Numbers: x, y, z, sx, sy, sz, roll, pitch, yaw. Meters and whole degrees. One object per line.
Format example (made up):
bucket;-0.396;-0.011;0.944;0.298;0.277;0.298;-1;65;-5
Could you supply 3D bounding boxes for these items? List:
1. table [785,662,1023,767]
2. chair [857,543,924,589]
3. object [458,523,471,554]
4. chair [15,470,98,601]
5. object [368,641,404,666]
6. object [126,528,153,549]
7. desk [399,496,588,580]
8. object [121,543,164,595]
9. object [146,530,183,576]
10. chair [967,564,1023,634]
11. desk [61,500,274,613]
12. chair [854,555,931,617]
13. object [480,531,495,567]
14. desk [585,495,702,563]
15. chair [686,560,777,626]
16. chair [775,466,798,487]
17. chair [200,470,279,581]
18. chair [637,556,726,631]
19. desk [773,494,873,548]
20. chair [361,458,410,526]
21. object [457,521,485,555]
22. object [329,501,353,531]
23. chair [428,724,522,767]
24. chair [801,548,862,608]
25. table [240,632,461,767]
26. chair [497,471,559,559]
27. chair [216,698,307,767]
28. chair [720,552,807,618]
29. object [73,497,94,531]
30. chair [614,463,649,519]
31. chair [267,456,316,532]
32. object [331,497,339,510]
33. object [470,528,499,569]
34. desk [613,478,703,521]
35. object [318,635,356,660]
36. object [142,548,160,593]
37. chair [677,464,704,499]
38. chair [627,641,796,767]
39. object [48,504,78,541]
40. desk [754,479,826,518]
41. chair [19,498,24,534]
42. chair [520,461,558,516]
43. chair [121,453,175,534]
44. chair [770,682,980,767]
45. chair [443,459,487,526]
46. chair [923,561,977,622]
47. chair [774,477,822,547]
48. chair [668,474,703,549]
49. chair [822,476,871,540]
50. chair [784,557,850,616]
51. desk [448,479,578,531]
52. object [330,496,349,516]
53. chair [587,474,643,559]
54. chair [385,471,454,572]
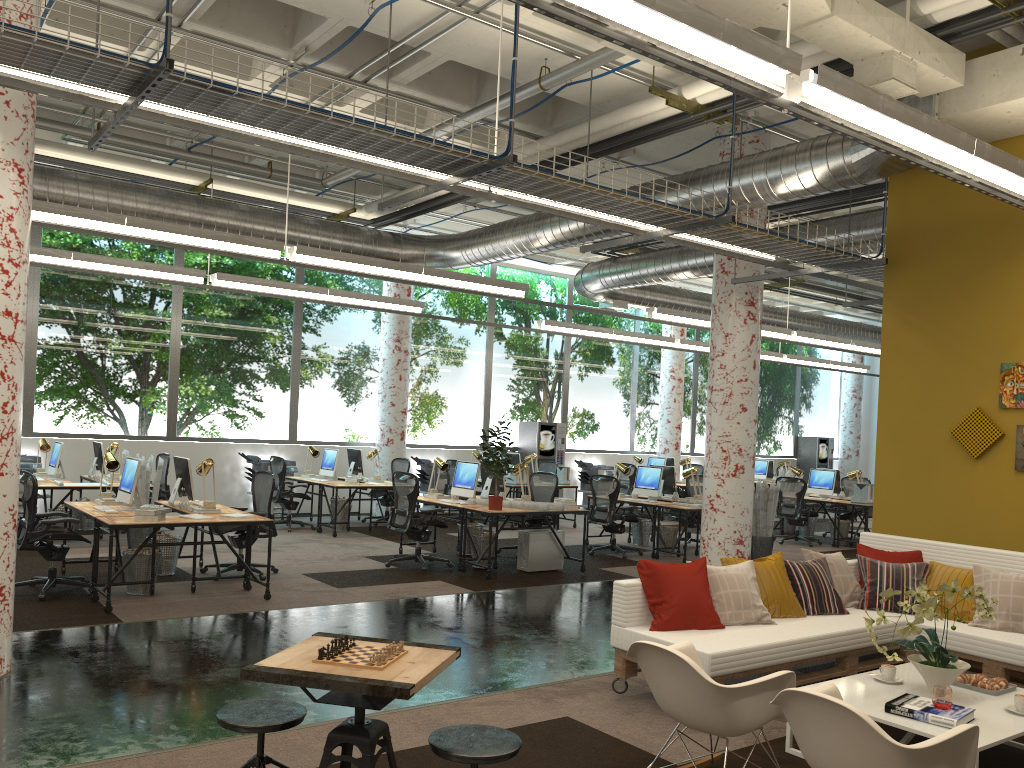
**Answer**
table;2.259;1.826;4.687;1.264;0.330;0.984;5;-3;-37
chair;2.897;1.471;6.790;0.534;0.437;0.287;2;-1;26
object;-0.596;1.965;11.288;0.120;0.403;0.235;3;-1;-36
chair;-4.113;1.314;7.925;0.769;1.085;0.793;2;-1;37
object;-0.468;0.999;3.320;0.056;0.053;0.251;2;-3;14
object;-4.450;1.789;10.621;0.353;0.398;0.353;3;-1;8
desk;-0.264;1.787;10.619;1.403;0.724;1.939;4;-3;-37
object;-3.362;1.679;8.041;0.354;0.435;0.358;4;-1;-40
object;-3.551;1.721;9.044;0.354;0.435;0.358;4;-1;-40
chair;3.392;1.462;5.990;0.525;0.428;0.312;2;-1;32
desk;-3.286;1.551;8.332;1.403;0.724;1.939;4;-3;-37
chair;2.796;1.491;6.511;0.516;0.392;0.358;2;-1;22
object;-0.275;1.934;10.371;0.120;0.403;0.235;3;-1;-36
desk;2.205;2.023;12.544;1.403;0.724;1.939;4;-3;-37
chair;1.442;1.383;5.834;0.525;0.401;0.331;3;-1;-18
chair;6.302;2.450;20.658;0.769;1.085;0.793;2;-1;37
chair;-2.769;1.440;9.158;0.769;1.085;0.793;2;-1;37
chair;1.055;1.331;5.601;0.535;0.444;0.301;3;-1;-20
desk;5.453;2.292;14.842;1.403;0.724;1.939;4;-3;-37
chair;-1.998;1.746;14.471;0.769;1.085;0.793;2;-1;37
object;-0.529;1.957;11.331;0.354;0.435;0.358;4;-1;-40
object;-2.591;1.985;13.354;0.354;0.435;0.358;4;-1;-40
chair;-0.147;1.558;3.266;0.346;0.497;0.338;2;-1;13
chair;2.409;1.452;6.604;0.546;0.438;0.334;4;-1;-32
table;-0.597;1.410;3.343;0.625;0.759;0.617;2;-1;13
chair;0.252;1.676;11.445;0.769;1.085;0.793;2;-1;37
chair;-0.991;1.528;3.466;0.346;0.497;0.338;2;-1;13
chair;1.730;1.391;6.086;0.547;0.438;0.316;3;-1;-24
object;-5.812;1.770;12.096;0.354;0.435;0.358;4;-1;-40
chair;2.355;2.103;17.485;0.769;1.085;0.793;2;-1;37
chair;-3.342;1.620;13.238;0.769;1.085;0.793;2;-1;37
object;-2.846;2.035;14.314;0.120;0.403;0.235;3;-1;-36
object;-0.340;1.915;10.328;0.354;0.435;0.358;4;-1;-40
desk;3.182;2.340;17.892;1.403;0.724;1.939;4;-3;-37
object;-0.664;0.992;3.367;0.056;0.053;0.250;2;-3;14
object;-3.296;1.698;8.084;0.120;0.403;0.235;3;-1;-36
chair;3.699;2.229;18.718;0.769;1.085;0.793;2;-1;37
chair;0.892;1.520;4.026;0.795;0.753;0.614;4;-2;-37
object;-5.623;1.728;11.094;0.354;0.435;0.358;4;-1;-40
desk;5.785;2.561;19.832;1.403;0.724;1.939;4;-3;-37
chair;-6.374;1.363;10.978;0.769;1.085;0.793;2;-1;37
chair;0.505;1.958;16.337;0.769;1.085;0.793;2;-1;37
chair;-5.030;1.489;12.211;0.769;1.085;0.793;2;-1;37
chair;1.366;1.510;3.388;0.795;0.753;0.614;4;-2;-37
chair;-0.839;1.833;15.104;0.769;1.085;0.793;2;-1;37
chair;3.156;1.499;6.324;0.367;0.381;0.521;4;-2;-40
chair;4.625;2.055;14.435;0.769;1.085;0.793;2;-1;37
chair;2.722;1.911;13.370;0.769;1.085;0.793;2;-1;37
chair;5.969;2.180;15.668;0.769;1.085;0.793;2;-1;37
chair;2.118;1.453;6.302;0.524;0.408;0.341;3;-1;-21
desk;-0.011;2.069;15.511;1.403;0.724;1.939;4;-3;-37
object;-2.779;2.027;14.357;0.354;0.435;0.358;4;-1;-40
chair;1.378;1.786;12.137;0.769;1.085;0.793;2;-1;37
chair;-1.091;1.550;10.212;0.769;1.085;0.793;2;-1;37
